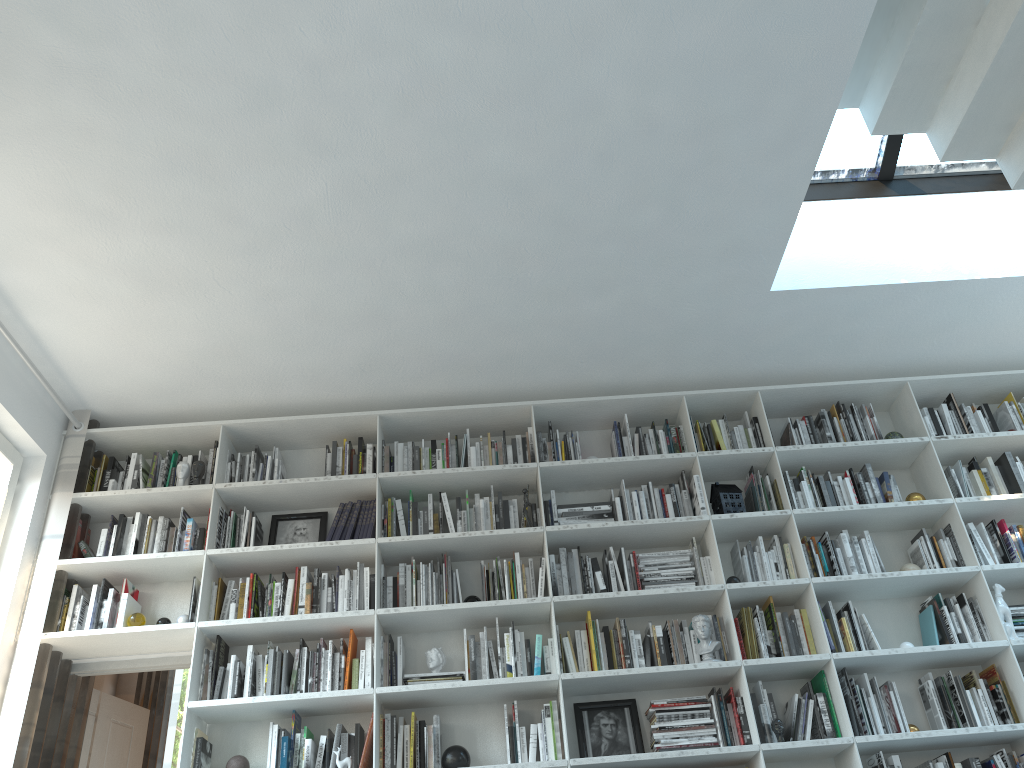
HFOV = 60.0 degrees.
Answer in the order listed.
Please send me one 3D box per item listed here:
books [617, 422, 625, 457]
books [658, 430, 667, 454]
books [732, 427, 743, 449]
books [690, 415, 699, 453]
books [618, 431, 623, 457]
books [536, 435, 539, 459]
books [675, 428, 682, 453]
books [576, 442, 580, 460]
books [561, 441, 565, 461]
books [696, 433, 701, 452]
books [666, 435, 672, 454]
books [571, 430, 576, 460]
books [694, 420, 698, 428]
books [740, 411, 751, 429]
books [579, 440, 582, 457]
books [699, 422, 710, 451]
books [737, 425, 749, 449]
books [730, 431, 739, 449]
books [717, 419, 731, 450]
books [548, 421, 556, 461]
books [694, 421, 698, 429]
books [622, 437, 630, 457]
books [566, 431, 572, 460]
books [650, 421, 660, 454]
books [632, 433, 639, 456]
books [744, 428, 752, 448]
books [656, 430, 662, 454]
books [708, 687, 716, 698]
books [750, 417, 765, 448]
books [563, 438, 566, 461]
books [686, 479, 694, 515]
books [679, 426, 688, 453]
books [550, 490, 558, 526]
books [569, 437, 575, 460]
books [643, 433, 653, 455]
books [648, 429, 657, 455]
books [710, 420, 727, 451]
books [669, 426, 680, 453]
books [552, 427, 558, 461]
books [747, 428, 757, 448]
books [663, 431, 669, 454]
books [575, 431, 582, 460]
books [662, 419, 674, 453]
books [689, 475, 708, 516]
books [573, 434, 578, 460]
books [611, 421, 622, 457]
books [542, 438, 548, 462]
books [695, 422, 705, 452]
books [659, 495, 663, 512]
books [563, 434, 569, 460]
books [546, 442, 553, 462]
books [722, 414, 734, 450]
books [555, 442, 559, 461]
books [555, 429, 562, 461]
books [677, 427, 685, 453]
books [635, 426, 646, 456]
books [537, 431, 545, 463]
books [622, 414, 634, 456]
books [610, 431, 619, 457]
[{"bbox_3d":[0.605,0.376,4.919,0.011,0.294,0.158,-4,-34,-2],"label":"books"},{"bbox_3d":[0.822,0.389,4.882,0.023,0.201,0.194,-4,-34,-2],"label":"books"},{"bbox_3d":[1.241,0.370,4.908,0.024,0.200,0.181,-4,-34,-2],"label":"books"},{"bbox_3d":[1.007,0.348,4.932,0.007,0.296,0.182,-4,-34,-2],"label":"books"},{"bbox_3d":[0.596,0.394,4.917,0.011,0.265,0.130,-4,-34,-2],"label":"books"},{"bbox_3d":[0.139,0.429,4.898,0.012,0.252,0.162,-4,-34,-2],"label":"books"},{"bbox_3d":[0.919,0.384,4.925,0.014,0.243,0.146,-4,-34,-2],"label":"books"},{"bbox_3d":[0.362,0.440,4.884,0.010,0.185,0.153,-4,-34,-2],"label":"books"},{"bbox_3d":[0.279,0.440,4.880,0.023,0.194,0.173,-4,-34,-2],"label":"books"},{"bbox_3d":[1.023,0.395,4.909,0.015,0.191,0.161,-4,-34,-2],"label":"books"},{"bbox_3d":[0.867,0.406,4.916,0.014,0.203,0.135,-4,-34,-2],"label":"books"},{"bbox_3d":[0.340,0.408,4.894,0.005,0.254,0.169,-4,-34,-2],"label":"books"},{"bbox_3d":[1.044,0.358,4.934,0.007,0.277,0.151,-4,-34,-2],"label":"books"},{"bbox_3d":[1.333,0.326,4.969,0.012,0.328,0.129,-4,-34,-2],"label":"books"},{"bbox_3d":[0.378,0.426,4.909,0.004,0.234,0.138,-4,-34,-2],"label":"books"},{"bbox_3d":[1.065,0.359,4.922,0.034,0.259,0.158,-4,-34,-2],"label":"books"},{"bbox_3d":[1.269,0.361,4.909,0.031,0.212,0.170,-4,-34,-2],"label":"books"},{"bbox_3d":[1.219,0.380,4.901,0.022,0.179,0.174,-4,-34,-2],"label":"books"},{"bbox_3d":[1.179,0.354,4.942,0.030,0.273,0.152,-4,-34,-2],"label":"books"},{"bbox_3d":[0.224,0.387,4.925,0.014,0.339,0.146,-4,-34,-2],"label":"books"},{"bbox_3d":[1.038,0.360,4.919,0.006,0.258,0.167,-4,-34,-2],"label":"books"},{"bbox_3d":[0.629,0.418,4.905,0.031,0.207,0.147,-4,-34,-2],"label":"books"},{"bbox_3d":[0.315,0.409,4.901,0.013,0.263,0.147,-4,-34,-2],"label":"books"},{"bbox_3d":[0.791,0.366,4.905,0.010,0.269,0.181,-4,-34,-2],"label":"books"},{"bbox_3d":[0.679,0.404,4.894,0.050,0.209,0.174,-4,-34,-2],"label":"books"},{"bbox_3d":[1.297,0.375,4.925,0.025,0.202,0.163,-4,-34,-2],"label":"books"},{"bbox_3d":[0.804,0.393,4.899,0.012,0.216,0.180,-4,-34,-2],"label":"books"},{"bbox_3d":[0.961,1.585,4.139,0.011,0.297,0.131,-4,-34,-2],"label":"books"},{"bbox_3d":[1.356,0.338,4.922,0.029,0.251,0.187,-4,-34,-2],"label":"books"},{"bbox_3d":[0.293,0.435,4.908,0.006,0.231,0.136,-4,-34,-2],"label":"books"},{"bbox_3d":[0.945,0.668,4.744,0.010,0.298,0.134,-4,-34,-2],"label":"books"},{"bbox_3d":[0.950,0.376,4.928,0.022,0.255,0.137,-4,-34,-2],"label":"books"},{"bbox_3d":[0.223,0.714,4.673,0.021,0.247,0.192,-4,-34,-2],"label":"books"},{"bbox_3d":[0.330,0.425,4.886,0.016,0.218,0.145,-4,-34,-2],"label":"books"},{"bbox_3d":[0.749,0.402,4.893,0.033,0.201,0.167,-4,-34,-2],"label":"books"},{"bbox_3d":[0.776,0.389,4.907,0.023,0.235,0.155,-4,-34,-2],"label":"books"},{"bbox_3d":[1.139,0.354,4.918,0.054,0.253,0.192,-4,-34,-2],"label":"books"},{"bbox_3d":[0.898,0.380,4.916,0.028,0.242,0.162,-4,-34,-2],"label":"books"},{"bbox_3d":[0.238,0.402,4.908,0.010,0.294,0.154,-4,-34,-2],"label":"books"},{"bbox_3d":[1.320,0.373,4.917,0.022,0.193,0.183,-4,-34,-2],"label":"books"},{"bbox_3d":[0.846,0.399,4.928,0.026,0.232,0.138,-4,-34,-2],"label":"books"},{"bbox_3d":[0.370,0.407,4.898,0.011,0.254,0.144,-4,-34,-2],"label":"books"},{"bbox_3d":[0.876,0.359,4.939,0.012,0.306,0.139,-4,-34,-2],"label":"books"},{"bbox_3d":[0.970,0.646,4.659,0.037,0.236,0.274,-4,-34,-2],"label":"books"},{"bbox_3d":[0.349,0.421,4.909,0.013,0.248,0.149,-4,-34,-2],"label":"books"},{"bbox_3d":[0.583,0.375,4.910,0.014,0.290,0.177,-4,-34,-2],"label":"books"},{"bbox_3d":[0.184,0.436,4.891,0.023,0.226,0.157,-4,-34,-2],"label":"books"},{"bbox_3d":[1.032,0.361,4.901,0.007,0.238,0.192,-4,-34,-2],"label":"books"},{"bbox_3d":[0.784,0.700,4.717,0.011,0.237,0.140,-4,-34,-2],"label":"books"},{"bbox_3d":[0.302,0.421,4.902,0.014,0.246,0.140,-4,-34,-2],"label":"books"},{"bbox_3d":[0.209,0.442,4.873,0.026,0.193,0.167,-4,-34,-2],"label":"books"},{"bbox_3d":[1.198,0.334,4.935,0.010,0.296,0.168,-4,-34,-2],"label":"books"},{"bbox_3d":[0.251,0.446,4.894,0.011,0.204,0.146,-4,-34,-2],"label":"books"},{"bbox_3d":[0.260,0.405,4.888,0.011,0.263,0.164,-4,-34,-2],"label":"books"},{"bbox_3d":[0.933,0.381,4.917,0.014,0.237,0.154,-4,-34,-2],"label":"books"},{"bbox_3d":[0.716,0.387,4.926,0.028,0.268,0.141,-4,-34,-2],"label":"books"},{"bbox_3d":[0.158,0.417,4.882,0.026,0.251,0.186,-4,-34,-2],"label":"books"},{"bbox_3d":[0.645,0.353,4.921,0.010,0.329,0.187,-4,-34,-2],"label":"books"},{"bbox_3d":[0.572,0.405,4.911,0.012,0.244,0.152,-4,-34,-2],"label":"books"}]
